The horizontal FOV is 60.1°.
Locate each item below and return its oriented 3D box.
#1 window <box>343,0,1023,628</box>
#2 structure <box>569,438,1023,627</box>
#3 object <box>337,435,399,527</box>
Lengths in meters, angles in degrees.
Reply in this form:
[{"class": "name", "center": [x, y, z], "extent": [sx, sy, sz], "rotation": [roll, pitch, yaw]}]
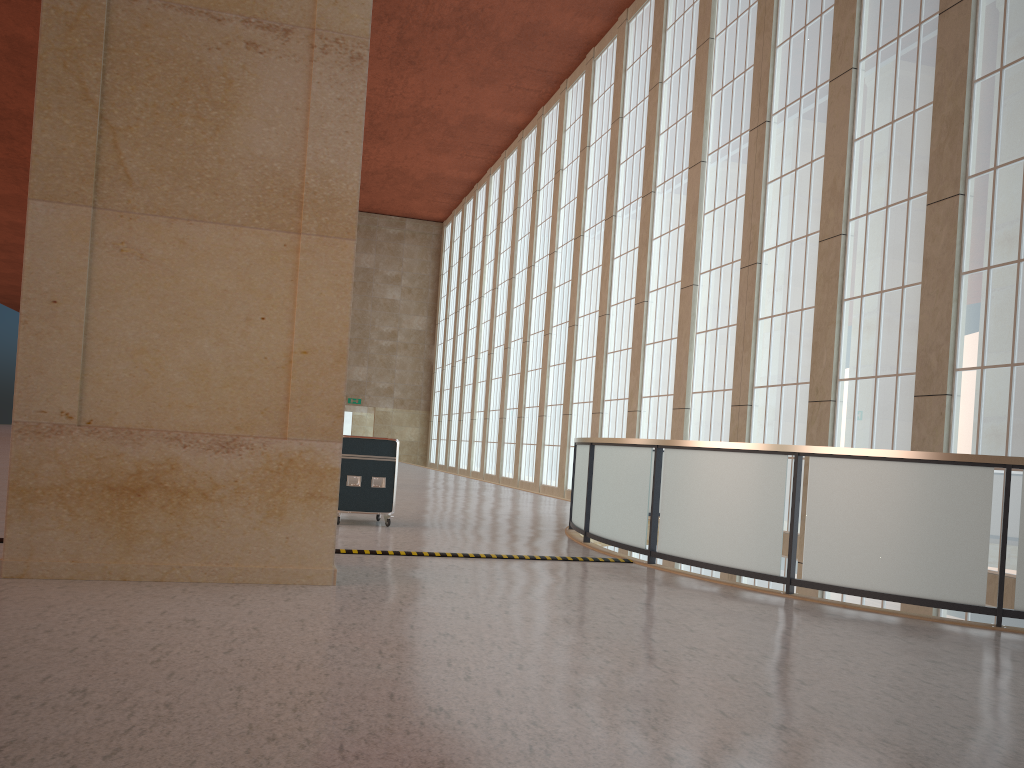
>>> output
[{"class": "window", "center": [-9.763, 3.316, 78.022], "extent": [0.010, 28.611, 165.013], "rotation": [4, -4, -15]}, {"class": "structure", "center": [4.067, 1.920, 13.916], "extent": [5.255, 1.793, 13.077], "rotation": [6, -4, -26]}, {"class": "object", "center": [-2.648, 1.698, 15.716], "extent": [1.056, 1.541, 1.273], "rotation": [4, -2, -15]}]
